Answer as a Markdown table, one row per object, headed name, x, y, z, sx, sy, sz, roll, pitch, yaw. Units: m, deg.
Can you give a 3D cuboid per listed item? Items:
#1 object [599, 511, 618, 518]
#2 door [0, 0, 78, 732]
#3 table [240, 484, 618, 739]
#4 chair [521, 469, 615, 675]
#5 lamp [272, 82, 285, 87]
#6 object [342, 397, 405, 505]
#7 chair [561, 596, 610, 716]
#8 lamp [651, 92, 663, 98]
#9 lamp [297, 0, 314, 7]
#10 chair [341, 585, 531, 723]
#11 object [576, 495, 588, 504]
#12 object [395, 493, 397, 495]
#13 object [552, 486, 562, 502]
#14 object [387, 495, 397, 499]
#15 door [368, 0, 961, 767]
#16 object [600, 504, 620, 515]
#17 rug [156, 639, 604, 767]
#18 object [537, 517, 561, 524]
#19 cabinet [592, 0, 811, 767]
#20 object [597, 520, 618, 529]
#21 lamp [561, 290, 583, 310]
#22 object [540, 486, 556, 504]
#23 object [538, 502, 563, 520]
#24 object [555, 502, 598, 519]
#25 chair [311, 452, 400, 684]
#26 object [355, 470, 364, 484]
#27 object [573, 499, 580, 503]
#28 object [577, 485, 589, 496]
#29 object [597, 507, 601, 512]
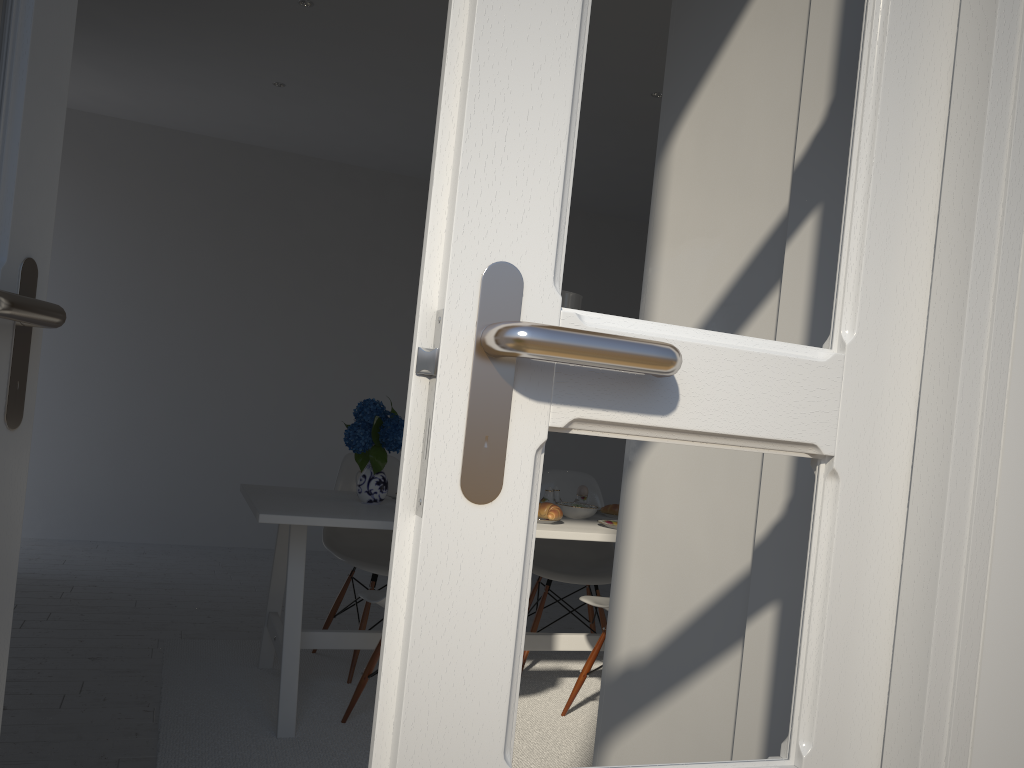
| name | x | y | z | sx | sy | sz | roll | pitch | yaw |
| --- | --- | --- | --- | --- | --- | --- | --- | --- | --- |
| object | 0.420 | 0.514 | 3.465 | 0.157 | 0.016 | 0.158 | 4 | -3 | 39 |
| door | -0.623 | -0.197 | 0.886 | 0.156 | 2.326 | 0.602 | 6 | 0 | 0 |
| table | -0.036 | 0.794 | 3.181 | 1.828 | 0.660 | 0.813 | 7 | -2 | -21 |
| chair | 0.233 | 0.774 | 3.714 | 0.465 | 0.800 | 0.542 | 6 | -1 | -6 |
| lamp | -1.185 | -1.534 | 4.508 | 0.064 | 0.030 | 0.064 | 7 | -2 | -28 |
| object | -0.462 | 0.222 | 3.014 | 0.236 | 0.377 | 0.265 | 6 | -1 | -19 |
| chair | 0.483 | 0.767 | 2.902 | 0.465 | 0.800 | 0.542 | 6 | -1 | -21 |
| lamp | 0.679 | -1.354 | 4.119 | 0.064 | 0.030 | 0.064 | 7 | -2 | -33 |
| lamp | -0.826 | -1.536 | 3.549 | 0.064 | 0.030 | 0.064 | 7 | -2 | -28 |
| chair | -0.206 | 0.684 | 2.640 | 0.466 | 0.800 | 0.542 | 6 | -1 | -26 |
| object | 0.282 | 0.478 | 3.587 | 0.048 | 0.057 | 0.048 | 6 | -1 | 20 |
| object | -0.340 | 0.429 | 3.342 | 0.201 | 0.016 | 0.201 | 7 | -2 | -16 |
| object | 0.164 | 0.442 | 3.403 | 0.065 | 0.102 | 0.069 | 6 | -1 | -21 |
| object | -0.442 | 0.420 | 3.306 | 0.032 | 0.011 | 0.139 | 7 | -2 | -17 |
| door | 0.207 | -0.110 | 0.897 | 0.603 | 2.326 | 0.156 | 6 | 0 | -21 |
| object | 0.432 | 0.486 | 3.450 | 0.124 | 0.057 | 0.161 | 5 | -2 | 34 |
| rug | -0.029 | 1.129 | 3.195 | 2.313 | 0.004 | 1.425 | 7 | -3 | -21 |
| object | 0.087 | 0.461 | 3.023 | 0.157 | 0.016 | 0.158 | 4 | -3 | 39 |
| cabinet | 0.972 | 0.125 | 1.823 | 1.379 | 2.096 | 0.512 | 6 | 0 | -21 |
| object | 0.396 | 0.496 | 3.093 | 0.200 | 0.016 | 0.201 | 5 | -3 | 24 |
| lamp | 0.171 | -0.771 | 3.201 | 0.373 | 1.323 | 0.374 | 6 | 0 | 11 |
| object | 0.137 | 0.436 | 3.341 | 0.065 | 0.102 | 0.069 | 6 | -1 | -21 |
| object | 0.105 | 0.434 | 3.032 | 0.160 | 0.057 | 0.124 | 5 | -2 | 34 |
| object | 0.237 | 0.466 | 3.267 | 0.158 | 0.058 | 0.158 | 7 | -2 | -31 |
| chair | -0.494 | 0.687 | 3.446 | 0.466 | 0.800 | 0.541 | 6 | -1 | -31 |
| object | -0.522 | 0.367 | 3.250 | 0.091 | 0.095 | 0.078 | 7 | -1 | -27 |
| object | 0.225 | 0.449 | 3.324 | 0.031 | 0.032 | 0.138 | 5 | -2 | 24 |
| object | 0.286 | 0.441 | 3.587 | 0.048 | 0.063 | 0.048 | 6 | -1 | -16 |
| object | 0.279 | 0.504 | 3.588 | 0.201 | 0.016 | 0.201 | 6 | -2 | -6 |
